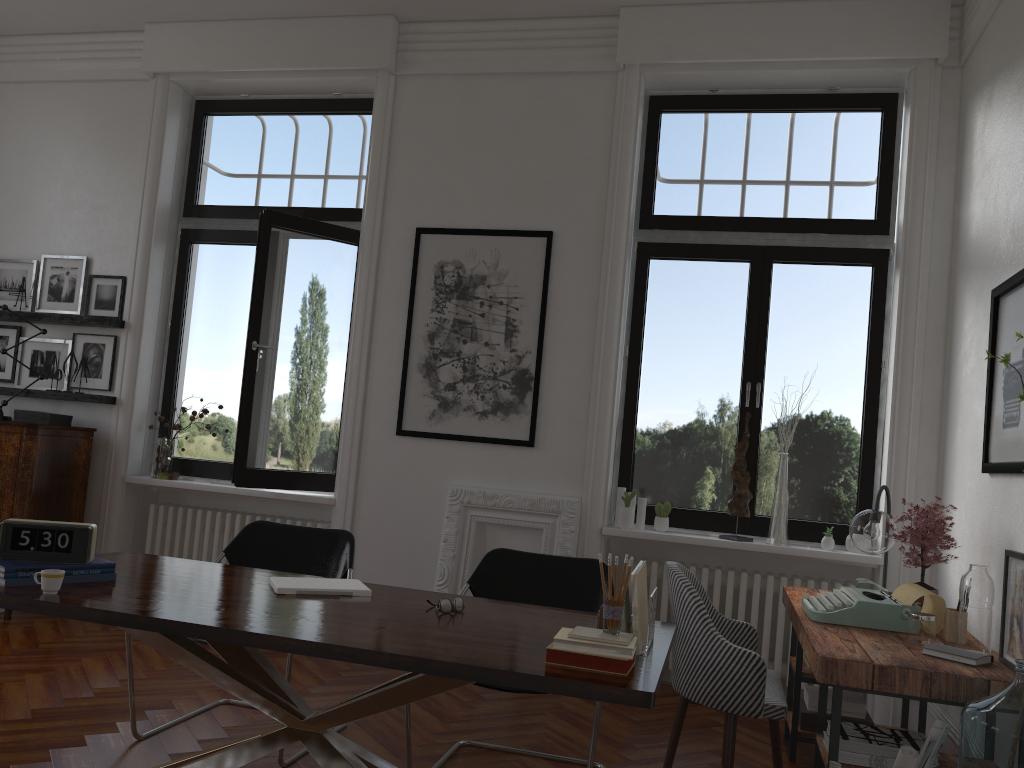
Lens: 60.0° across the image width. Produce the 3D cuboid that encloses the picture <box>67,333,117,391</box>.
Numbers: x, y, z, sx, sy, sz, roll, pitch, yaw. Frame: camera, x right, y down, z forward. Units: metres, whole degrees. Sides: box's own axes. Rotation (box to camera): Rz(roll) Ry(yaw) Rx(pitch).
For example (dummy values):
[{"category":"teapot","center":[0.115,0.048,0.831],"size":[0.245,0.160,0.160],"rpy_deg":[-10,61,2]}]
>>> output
[{"category":"picture","center":[-2.892,-0.152,6.105],"size":[0.343,0.384,0.020],"rpy_deg":[4,-3,14]}]

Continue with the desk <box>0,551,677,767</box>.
[{"category":"desk","center":[-0.654,1.081,2.844],"size":[2.225,0.750,1.031],"rpy_deg":[4,-4,14]}]

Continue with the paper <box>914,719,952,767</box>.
[{"category":"paper","center":[1.127,1.294,2.619],"size":[0.294,0.625,0.048],"rpy_deg":[5,-3,7]}]

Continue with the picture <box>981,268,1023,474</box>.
[{"category":"picture","center":[2.041,-0.043,3.602],"size":[0.050,0.815,0.635],"rpy_deg":[4,-4,14]}]

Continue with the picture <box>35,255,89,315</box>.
[{"category":"picture","center":[-3.153,-0.696,6.208],"size":[0.369,0.408,0.020],"rpy_deg":[4,-3,14]}]

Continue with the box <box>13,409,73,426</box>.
[{"category":"box","center":[-3.111,0.228,5.886],"size":[0.282,0.086,0.209],"rpy_deg":[4,-4,14]}]

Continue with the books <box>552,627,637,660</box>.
[{"category":"books","center":[0.224,0.690,2.363],"size":[0.207,0.028,0.164],"rpy_deg":[4,-5,12]}]

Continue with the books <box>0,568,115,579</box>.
[{"category":"books","center":[-1.517,0.595,2.878],"size":[0.250,0.017,0.345],"rpy_deg":[2,-6,39]}]

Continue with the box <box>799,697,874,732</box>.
[{"category":"box","center":[1.517,1.578,4.190],"size":[0.317,0.082,0.297],"rpy_deg":[4,-4,14]}]

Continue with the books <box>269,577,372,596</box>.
[{"category":"books","center":[-0.678,0.716,3.129],"size":[0.326,0.026,0.231],"rpy_deg":[7,-5,-21]}]

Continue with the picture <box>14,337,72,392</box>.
[{"category":"picture","center":[-3.270,-0.135,6.193],"size":[0.433,0.364,0.020],"rpy_deg":[4,-3,14]}]

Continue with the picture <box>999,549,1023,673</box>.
[{"category":"picture","center":[1.607,0.722,2.811],"size":[0.023,0.369,0.283],"rpy_deg":[4,-4,14]}]

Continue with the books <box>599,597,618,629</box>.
[{"category":"books","center":[0.290,0.713,2.663],"size":[0.028,0.124,0.221],"rpy_deg":[4,-4,14]}]

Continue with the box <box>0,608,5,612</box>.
[{"category":"box","center":[-3.321,1.374,5.730],"size":[0.244,0.176,0.395],"rpy_deg":[4,-4,14]}]

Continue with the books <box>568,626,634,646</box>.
[{"category":"books","center":[0.239,0.673,2.372],"size":[0.159,0.008,0.128],"rpy_deg":[4,-5,15]}]

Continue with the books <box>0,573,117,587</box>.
[{"category":"books","center":[-1.524,0.618,2.891],"size":[0.264,0.027,0.348],"rpy_deg":[2,-6,39]}]

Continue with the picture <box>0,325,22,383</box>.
[{"category":"picture","center":[-3.666,-0.219,6.295],"size":[0.373,0.406,0.020],"rpy_deg":[4,-3,14]}]

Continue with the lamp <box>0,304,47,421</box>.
[{"category":"lamp","center":[-3.414,-0.152,5.975],"size":[0.491,0.801,0.174],"rpy_deg":[7,-4,-21]}]

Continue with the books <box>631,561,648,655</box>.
[{"category":"books","center":[0.386,0.666,2.667],"size":[0.043,0.239,0.310],"rpy_deg":[4,-4,14]}]

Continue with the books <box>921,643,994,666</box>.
[{"category":"books","center":[1.455,0.890,2.931],"size":[0.129,0.031,0.213],"rpy_deg":[9,-6,-39]}]

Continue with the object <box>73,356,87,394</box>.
[{"category":"object","center":[-2.957,-0.059,6.088],"size":[0.110,0.261,0.040],"rpy_deg":[4,-3,14]}]

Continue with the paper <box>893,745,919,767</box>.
[{"category":"paper","center":[1.004,1.270,2.458],"size":[0.047,0.609,0.330],"rpy_deg":[5,-4,-6]}]

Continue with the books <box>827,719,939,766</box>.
[{"category":"books","center":[1.200,1.164,2.888],"size":[0.308,0.038,0.226],"rpy_deg":[4,-5,14]}]

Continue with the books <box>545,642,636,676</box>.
[{"category":"books","center":[0.212,0.722,2.359],"size":[0.215,0.040,0.159],"rpy_deg":[4,-5,16]}]

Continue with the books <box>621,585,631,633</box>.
[{"category":"books","center":[0.346,0.699,2.695],"size":[0.041,0.157,0.129],"rpy_deg":[4,-4,14]}]

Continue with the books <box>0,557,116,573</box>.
[{"category":"books","center":[-1.516,0.578,2.879],"size":[0.250,0.017,0.345],"rpy_deg":[2,-6,39]}]

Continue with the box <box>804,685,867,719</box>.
[{"category":"box","center":[1.524,1.503,4.197],"size":[0.256,0.066,0.238],"rpy_deg":[4,-4,14]}]

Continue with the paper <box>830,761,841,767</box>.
[{"category":"paper","center":[0.944,1.350,2.581],"size":[0.033,0.478,0.073],"rpy_deg":[8,-4,-39]}]

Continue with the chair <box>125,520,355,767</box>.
[{"category":"chair","center":[-1.099,1.056,3.777],"size":[0.752,0.871,0.747],"rpy_deg":[4,-4,14]}]

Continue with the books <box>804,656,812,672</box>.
[{"category":"books","center":[1.502,1.337,4.194],"size":[0.209,0.024,0.248],"rpy_deg":[4,-5,13]}]

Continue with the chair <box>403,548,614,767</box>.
[{"category":"chair","center":[0.039,1.136,3.494],"size":[0.752,0.871,0.747],"rpy_deg":[4,-4,14]}]

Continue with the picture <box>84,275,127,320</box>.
[{"category":"picture","center":[-2.806,-0.598,6.116],"size":[0.289,0.303,0.020],"rpy_deg":[4,-3,14]}]

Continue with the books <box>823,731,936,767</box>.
[{"category":"books","center":[1.186,1.198,2.880],"size":[0.308,0.038,0.226],"rpy_deg":[4,-5,13]}]

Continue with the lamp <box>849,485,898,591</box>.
[{"category":"lamp","center":[1.724,0.749,4.162],"size":[0.207,0.549,0.442],"rpy_deg":[3,-4,37]}]

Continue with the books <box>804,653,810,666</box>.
[{"category":"books","center":[1.503,1.314,4.193],"size":[0.209,0.023,0.252],"rpy_deg":[4,-5,13]}]

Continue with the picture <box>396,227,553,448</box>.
[{"category":"picture","center":[-0.236,-0.305,5.482],"size":[0.882,1.322,0.035],"rpy_deg":[4,-3,14]}]

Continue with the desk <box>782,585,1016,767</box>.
[{"category":"desk","center":[1.447,1.332,3.535],"size":[0.647,0.757,1.801],"rpy_deg":[4,-4,14]}]

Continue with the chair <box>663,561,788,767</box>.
[{"category":"chair","center":[0.877,1.217,3.664],"size":[0.547,0.898,0.717],"rpy_deg":[5,-4,7]}]

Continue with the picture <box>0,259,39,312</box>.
[{"category":"picture","center":[-3.571,-0.705,6.310],"size":[0.415,0.367,0.020],"rpy_deg":[4,-3,14]}]
